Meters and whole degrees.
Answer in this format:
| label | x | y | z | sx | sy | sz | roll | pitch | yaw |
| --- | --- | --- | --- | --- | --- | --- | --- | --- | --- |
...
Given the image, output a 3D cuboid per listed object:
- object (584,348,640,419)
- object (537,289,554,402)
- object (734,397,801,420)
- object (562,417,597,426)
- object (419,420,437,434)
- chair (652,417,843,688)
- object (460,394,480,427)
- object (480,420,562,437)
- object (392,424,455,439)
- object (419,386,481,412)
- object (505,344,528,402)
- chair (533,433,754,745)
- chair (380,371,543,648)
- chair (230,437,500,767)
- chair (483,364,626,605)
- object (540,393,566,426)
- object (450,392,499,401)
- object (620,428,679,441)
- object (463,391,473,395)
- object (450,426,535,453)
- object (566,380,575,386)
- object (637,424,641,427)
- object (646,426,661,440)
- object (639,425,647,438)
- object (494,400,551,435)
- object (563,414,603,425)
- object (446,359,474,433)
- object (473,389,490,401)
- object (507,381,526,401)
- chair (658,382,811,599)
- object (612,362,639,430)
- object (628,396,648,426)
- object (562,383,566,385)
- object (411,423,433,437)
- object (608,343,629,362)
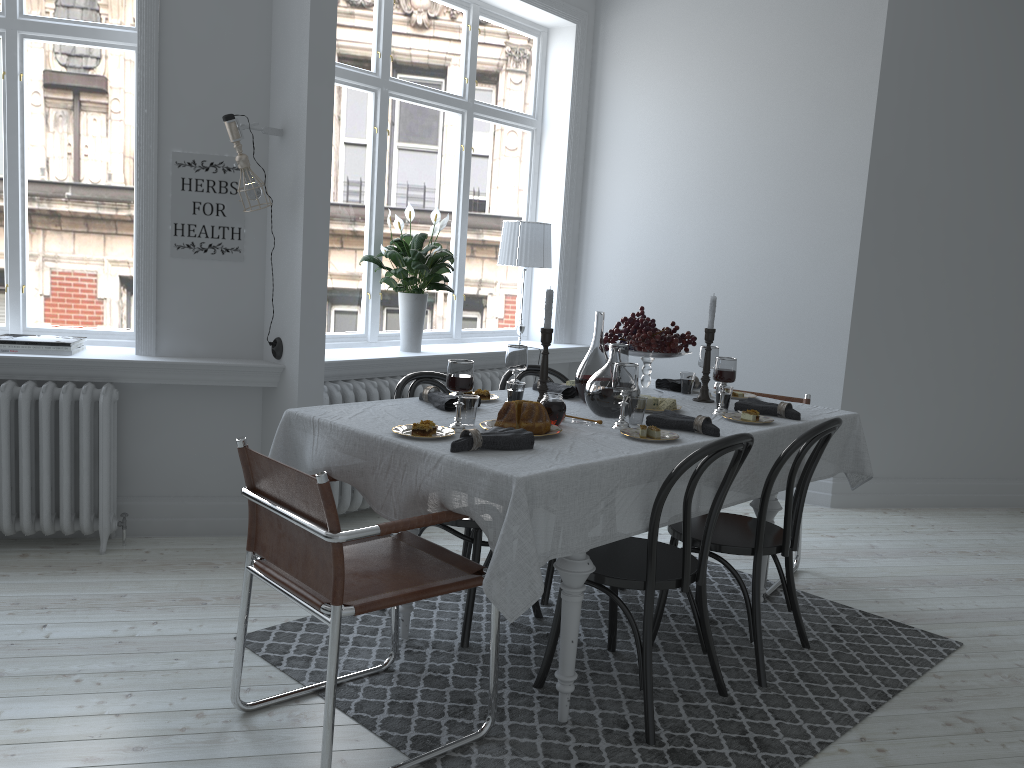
| label | x | y | z | sx | sy | sz | roll | pitch | yaw |
| --- | --- | --- | --- | --- | --- | --- | --- | --- | --- |
| object | 0.352 | -0.003 | 3.087 | 0.194 | 0.245 | 0.194 | -1 | 9 | -30 |
| object | 0.114 | -0.108 | 3.034 | 0.089 | 0.432 | 0.089 | 5 | 8 | 9 |
| object | 0.997 | 0.087 | 3.413 | 0.247 | 0.061 | 0.165 | 7 | 9 | 26 |
| object | 0.202 | 0.122 | 2.962 | 0.150 | 0.009 | 0.075 | 7 | 8 | 21 |
| object | -0.249 | 0.126 | 2.612 | 0.051 | 0.039 | 0.036 | 8 | 9 | 26 |
| chair | 0.837 | 0.529 | 3.189 | 0.564 | 0.909 | 0.463 | 9 | 10 | 34 |
| object | -0.137 | 0.084 | 2.767 | 0.066 | 0.094 | 0.066 | 0 | 9 | -25 |
| object | 0.027 | 0.140 | 2.726 | 0.251 | 0.018 | 0.251 | 2 | 8 | -13 |
| object | -0.258 | 0.142 | 2.588 | 0.182 | 0.013 | 0.182 | 2 | 8 | -13 |
| object | -0.254 | 0.050 | 3.095 | 0.247 | 0.061 | 0.165 | 7 | 9 | 26 |
| object | 0.013 | -0.035 | 3.268 | 0.083 | 0.215 | 0.083 | 3 | 8 | -9 |
| chair | 0.425 | 0.556 | 2.795 | 0.564 | 0.909 | 0.463 | 10 | 10 | 39 |
| chair | -0.180 | 0.436 | 3.382 | 0.564 | 0.909 | 0.463 | 10 | 10 | 39 |
| chair | -0.411 | 0.578 | 2.505 | 0.593 | 0.837 | 0.546 | -3 | 10 | -42 |
| chair | 0.200 | 0.401 | 3.817 | 0.463 | 0.909 | 0.564 | -2 | 10 | -35 |
| object | 0.131 | 0.082 | 2.877 | 0.091 | 0.101 | 0.091 | 8 | 9 | 31 |
| object | -0.143 | 0.050 | 3.310 | 0.182 | 0.013 | 0.182 | 2 | 8 | -13 |
| object | 0.429 | 0.161 | 2.772 | 0.182 | 0.013 | 0.182 | 4 | 8 | 1 |
| object | -0.175 | 0.034 | 3.316 | 0.051 | 0.039 | 0.036 | -2 | 10 | -36 |
| object | -0.042 | 0.153 | 2.447 | 0.165 | 0.061 | 0.247 | 7 | 9 | 26 |
| object | 0.270 | 0.002 | 3.765 | 0.077 | 0.039 | 0.040 | -4 | 11 | -43 |
| object | 0.460 | 0.147 | 2.890 | 0.131 | 0.012 | 0.031 | 11 | 11 | 43 |
| object | 0.441 | 0.151 | 2.762 | 0.021 | 0.037 | 0.057 | 0 | 9 | -23 |
| object | 0.410 | 0.147 | 2.772 | 0.021 | 0.037 | 0.057 | 4 | 8 | 5 |
| object | 0.038 | 0.101 | 2.713 | 0.164 | 0.105 | 0.191 | 5 | 8 | 6 |
| object | 0.222 | 0.111 | 2.954 | 0.167 | 0.031 | 0.031 | 7 | 8 | 21 |
| object | -0.159 | 0.037 | 2.665 | 0.083 | 0.215 | 0.083 | 3 | 8 | -9 |
| object | -0.111 | 0.039 | 3.296 | 0.057 | 0.041 | 0.038 | 8 | 9 | 28 |
| object | 0.012 | 0.041 | 3.151 | 0.066 | 0.094 | 0.066 | 0 | 9 | -25 |
| chair | 1.021 | 0.456 | 4.069 | 0.546 | 0.837 | 0.593 | 8 | 9 | 31 |
| object | 0.366 | 0.040 | 2.893 | 0.083 | 0.215 | 0.083 | 3 | 8 | -9 |
| object | 0.419 | 0.091 | 2.980 | 0.066 | 0.094 | 0.066 | 0 | 9 | -25 |
| object | 0.289 | 0.017 | 3.755 | 0.182 | 0.013 | 0.182 | 2 | 8 | -13 |
| object | -0.260 | 0.132 | 2.557 | 0.057 | 0.041 | 0.038 | 7 | 8 | 20 |
| object | 0.429 | -0.055 | 3.613 | 0.083 | 0.215 | 0.083 | 1 | 8 | -18 |
